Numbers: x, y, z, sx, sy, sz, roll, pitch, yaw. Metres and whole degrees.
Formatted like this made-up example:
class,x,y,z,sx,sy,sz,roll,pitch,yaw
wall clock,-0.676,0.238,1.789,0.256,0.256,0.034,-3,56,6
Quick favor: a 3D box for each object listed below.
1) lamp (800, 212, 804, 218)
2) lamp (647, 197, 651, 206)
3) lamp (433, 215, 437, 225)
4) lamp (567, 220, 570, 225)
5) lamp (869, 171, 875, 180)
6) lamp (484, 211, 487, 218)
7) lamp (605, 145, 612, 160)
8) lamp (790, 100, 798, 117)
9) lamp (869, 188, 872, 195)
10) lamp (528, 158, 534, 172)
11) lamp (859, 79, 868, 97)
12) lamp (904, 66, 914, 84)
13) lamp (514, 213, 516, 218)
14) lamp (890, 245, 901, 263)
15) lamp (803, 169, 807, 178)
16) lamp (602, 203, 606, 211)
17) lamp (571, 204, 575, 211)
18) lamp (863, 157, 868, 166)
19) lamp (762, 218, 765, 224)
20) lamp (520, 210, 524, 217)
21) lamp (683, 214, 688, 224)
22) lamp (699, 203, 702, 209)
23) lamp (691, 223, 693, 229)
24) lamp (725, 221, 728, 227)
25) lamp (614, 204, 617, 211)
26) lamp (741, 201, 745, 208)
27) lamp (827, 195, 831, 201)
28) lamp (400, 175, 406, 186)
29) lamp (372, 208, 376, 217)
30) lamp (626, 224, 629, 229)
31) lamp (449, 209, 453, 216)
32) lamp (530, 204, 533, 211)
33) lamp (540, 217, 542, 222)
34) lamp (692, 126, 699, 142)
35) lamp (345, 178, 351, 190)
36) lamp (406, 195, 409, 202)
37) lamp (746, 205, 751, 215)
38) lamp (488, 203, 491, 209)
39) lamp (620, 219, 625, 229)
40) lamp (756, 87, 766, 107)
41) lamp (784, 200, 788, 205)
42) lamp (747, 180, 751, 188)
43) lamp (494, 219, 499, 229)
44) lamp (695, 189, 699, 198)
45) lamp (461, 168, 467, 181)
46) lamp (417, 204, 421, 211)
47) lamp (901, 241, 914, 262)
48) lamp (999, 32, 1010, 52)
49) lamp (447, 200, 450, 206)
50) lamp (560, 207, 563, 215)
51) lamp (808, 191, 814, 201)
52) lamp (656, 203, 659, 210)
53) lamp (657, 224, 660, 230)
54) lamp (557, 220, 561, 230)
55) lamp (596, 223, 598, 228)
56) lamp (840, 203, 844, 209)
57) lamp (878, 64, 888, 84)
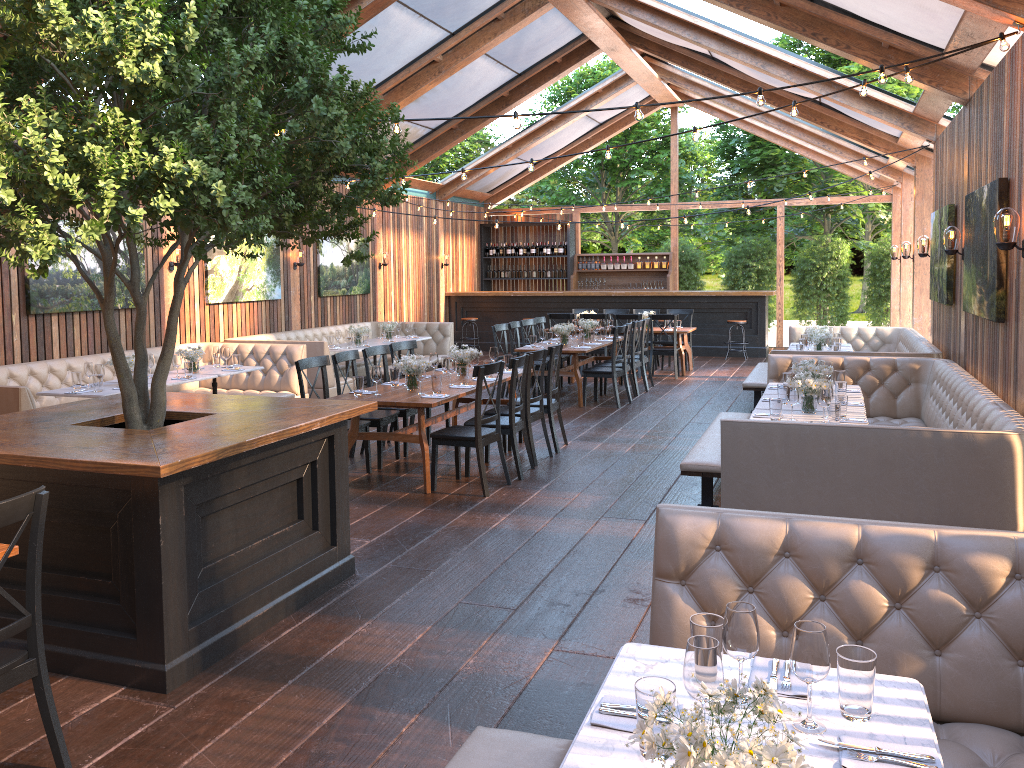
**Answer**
class,x,y,z,sx,sy,sz,roll,pitch,yaw
lamp,5.528,-3.224,16.879,0.065,0.118,0.057,1,5,22
lamp,1.990,-2.658,12.876,0.056,0.120,0.056,2,5,34
lamp,-0.946,-2.011,10.844,0.056,0.120,0.056,0,4,7
lamp,1.281,-3.659,20.077,0.056,0.118,0.062,1,5,26
lamp,4.319,-2.507,10.629,0.069,0.116,0.057,2,5,27
lamp,-0.441,-2.820,14.710,0.056,0.121,0.056,-4,5,-36
lamp,0.782,-1.878,7.173,0.056,0.121,0.056,2,5,29
lamp,2.003,-1.953,6.280,0.056,0.120,0.056,4,6,44
lamp,6.406,-3.435,15.807,0.056,0.117,0.067,2,5,27
lamp,0.164,-1.885,7.622,0.056,0.120,0.056,-3,5,-29
lamp,2.387,-2.010,6.006,0.056,0.120,0.056,1,5,23
lamp,2.621,-2.041,5.839,0.056,0.120,0.056,-2,4,-14
lamp,0.066,-3.985,20.952,0.056,0.117,0.067,0,5,6
lamp,6.877,-2.335,15.877,0.178,0.319,0.147,1,5,20
lamp,3.810,-2.739,11.503,0.056,0.114,0.076,1,5,18
lamp,1.384,-2.662,13.328,0.057,0.119,0.057,0,4,14
lamp,1.104,-3.192,16.021,0.056,0.120,0.056,-3,5,-24
lamp,4.423,-2.786,11.063,0.056,0.118,0.064,-1,4,-6
lamp,4.934,-3.204,17.366,0.056,0.120,0.056,-2,4,-14
lamp,0.159,-2.747,14.241,0.056,0.119,0.059,-1,4,0
lamp,2.101,-1.990,10.687,0.056,0.119,0.056,-2,5,-20
lamp,3.387,-3.199,15.903,0.056,0.120,0.056,3,5,39
lamp,3.721,-3.261,18.280,0.056,0.120,0.056,-2,4,-11
lamp,4.322,-3.219,17.817,0.056,0.120,0.056,-2,4,-18
lamp,1.870,-3.189,15.968,0.056,0.120,0.056,1,5,26
lamp,4.145,-3.217,15.869,0.056,0.120,0.056,2,5,36
lamp,5.666,-3.325,15.816,0.056,0.120,0.056,-1,4,-2
lamp,-1.050,-1.963,8.536,0.056,0.120,0.056,2,5,35
lamp,-1.701,-2.111,10.893,0.056,0.120,0.056,-5,6,-42
lamp,2.508,-3.413,19.193,0.056,0.120,0.056,-4,5,-37
lamp,-1.045,-2.934,15.171,0.056,0.120,0.056,2,5,36
lamp,0.345,-3.208,16.065,0.056,0.119,0.056,-2,5,-20
lamp,0.675,-3.813,20.528,0.058,0.119,0.056,-3,5,-25
lamp,1.396,-1.900,6.724,0.056,0.120,0.056,2,5,32
lamp,-1.663,-2.032,8.978,0.067,0.117,0.057,-2,5,-17
lamp,-1.921,-3.401,16.201,0.056,0.120,0.056,-2,5,-19
lamp,2.855,-2.094,10.668,0.056,0.120,0.056,1,4,17
lamp,-0.414,-3.243,16.111,0.056,0.119,0.059,-3,5,-27
lamp,1.336,-1.938,10.719,0.056,0.120,0.056,1,5,19
lamp,1.550,-1.789,5.519,0.062,0.118,0.057,-3,5,-28
lamp,4.908,-3.256,15.843,0.056,0.121,0.056,0,4,13
lamp,3.195,-2.700,11.953,0.056,0.114,0.075,-3,5,-24
lamp,-0.186,-1.949,10.786,0.056,0.120,0.056,3,6,39
lamp,2.601,-2.675,12.433,0.056,0.120,0.056,-1,4,-4
lamp,-0.438,-1.916,8.080,0.056,0.120,0.056,-1,4,-5
lamp,-1.642,-3.115,15.620,0.066,0.117,0.056,-5,6,-41
lamp,5.934,-1.987,13.288,0.178,0.319,0.147,1,5,20
lamp,3.039,-2.111,5.458,0.061,0.118,0.056,-4,5,-35
lamp,-1.163,-3.308,16.172,0.061,0.118,0.057,3,5,36
lamp,0.769,-2.694,13.792,0.056,0.120,0.056,-2,4,-12
lamp,3.598,-2.262,10.641,0.059,0.119,0.056,-4,6,-39
lamp,2.628,-3.193,15.938,0.056,0.120,0.056,-5,6,-44
lamp,3.106,-3.322,18.723,0.059,0.119,0.057,-1,4,-7
lamp,0.572,-1.929,10.762,0.056,0.120,0.056,1,5,25
lamp,1.888,-3.524,19.630,0.056,0.118,0.061,1,5,19
lamp,6.127,-3.305,16.423,0.056,0.119,0.057,2,5,28
lamp,2.300,-1.922,5.495,0.065,0.117,0.056,-2,5,-21
